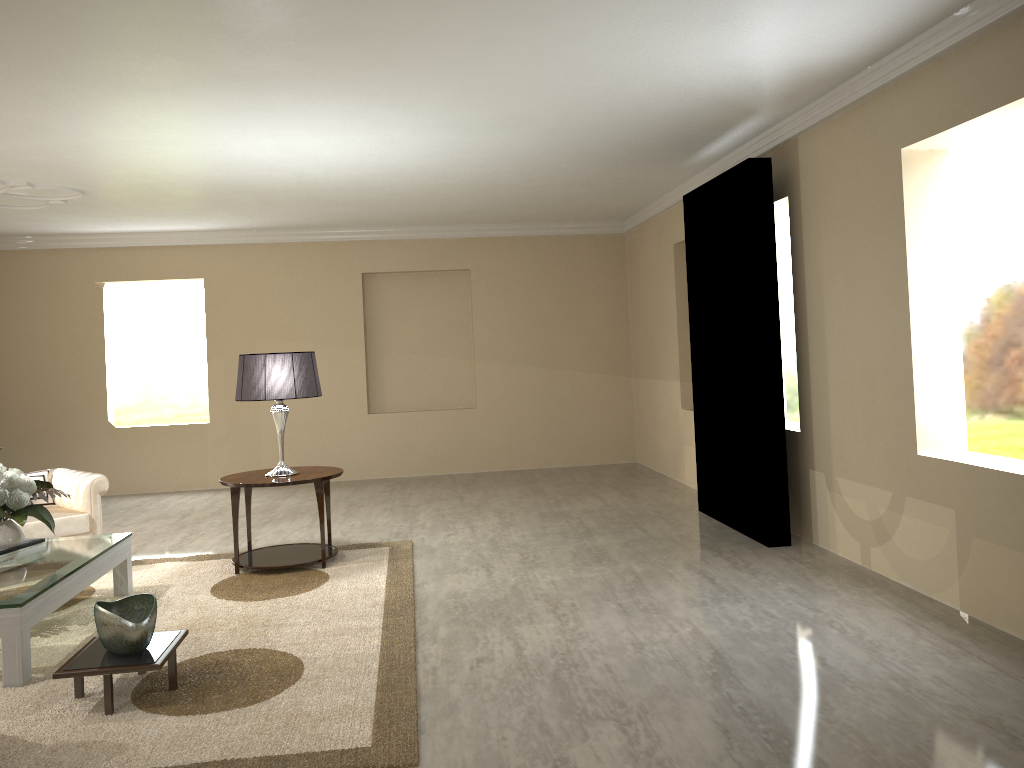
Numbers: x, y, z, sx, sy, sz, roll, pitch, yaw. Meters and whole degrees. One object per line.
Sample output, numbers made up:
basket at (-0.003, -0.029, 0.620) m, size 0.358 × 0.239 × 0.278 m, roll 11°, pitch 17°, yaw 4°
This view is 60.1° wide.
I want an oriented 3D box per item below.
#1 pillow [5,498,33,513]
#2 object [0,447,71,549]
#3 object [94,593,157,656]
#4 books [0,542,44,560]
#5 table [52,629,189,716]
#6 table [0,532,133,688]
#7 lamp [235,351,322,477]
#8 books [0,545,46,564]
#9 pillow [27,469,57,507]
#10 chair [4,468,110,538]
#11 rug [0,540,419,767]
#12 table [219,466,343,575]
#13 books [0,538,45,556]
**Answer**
pillow at (-2.844, 0.656, 5.035) m, size 0.127 × 0.187 × 0.238 m, roll -3°, pitch 1°, yaw 29°
object at (-2.333, 0.508, 4.019) m, size 0.510 × 0.475 × 0.547 m, roll -3°, pitch 1°, yaw -6°
object at (-1.343, 0.839, 3.083) m, size 0.196 × 0.178 × 0.375 m, roll -3°, pitch 2°, yaw -31°
books at (-2.352, 0.764, 4.021) m, size 0.254 × 0.019 × 0.337 m, roll -2°, pitch 2°, yaw 7°
table at (-1.343, 1.001, 3.081) m, size 0.336 × 0.156 × 0.385 m, roll -3°, pitch 2°, yaw -7°
table at (-2.365, 0.972, 3.778) m, size 1.057 × 0.345 × 1.300 m, roll -3°, pitch 2°, yaw -7°
lamp at (-1.306, 0.166, 4.983) m, size 0.475 × 0.682 × 0.474 m, roll -3°, pitch 0°, yaw -32°
books at (-2.349, 0.783, 4.026) m, size 0.254 × 0.019 × 0.343 m, roll -2°, pitch 2°, yaw 9°
pillow at (-2.829, 0.628, 5.208) m, size 0.252 × 0.223 × 0.164 m, roll -3°, pitch 1°, yaw -44°
chair at (-2.828, 0.809, 4.996) m, size 0.733 × 0.551 × 0.851 m, roll -2°, pitch 2°, yaw 43°
rug at (-1.762, 1.077, 3.774) m, size 2.671 × 0.022 × 2.971 m, roll -3°, pitch 2°, yaw -7°
table at (-1.279, 0.757, 4.972) m, size 0.674 × 0.498 × 0.674 m, roll -3°, pitch 1°, yaw -9°
books at (-2.362, 0.747, 4.026) m, size 0.274 × 0.016 × 0.341 m, roll -2°, pitch 2°, yaw 10°
